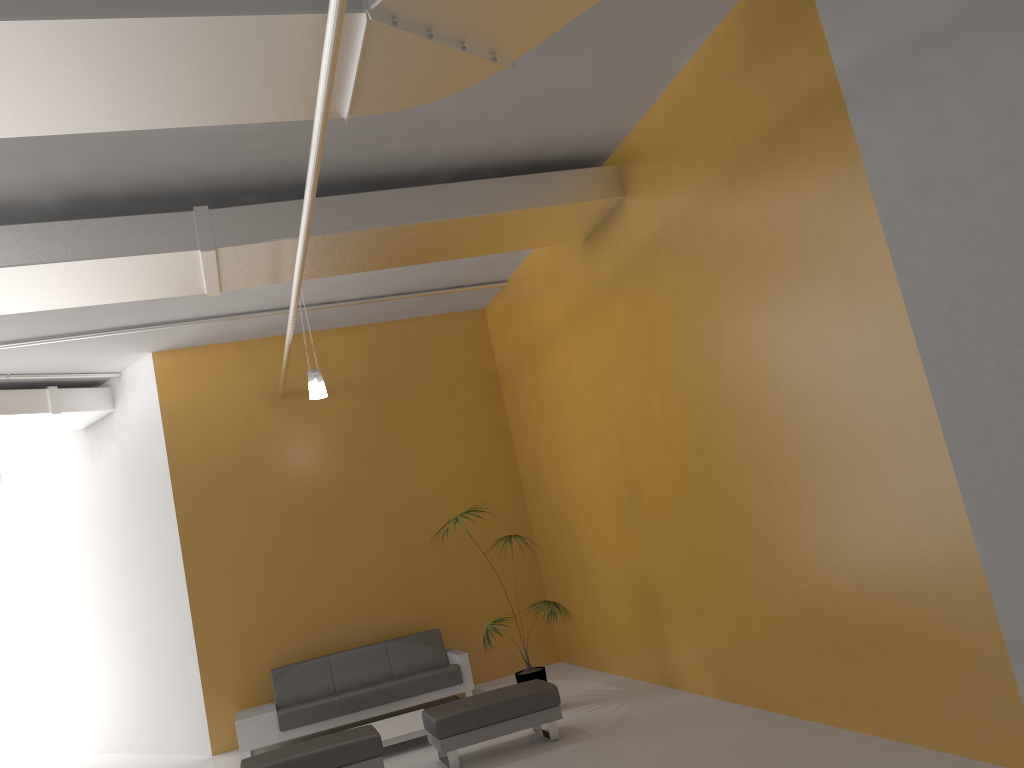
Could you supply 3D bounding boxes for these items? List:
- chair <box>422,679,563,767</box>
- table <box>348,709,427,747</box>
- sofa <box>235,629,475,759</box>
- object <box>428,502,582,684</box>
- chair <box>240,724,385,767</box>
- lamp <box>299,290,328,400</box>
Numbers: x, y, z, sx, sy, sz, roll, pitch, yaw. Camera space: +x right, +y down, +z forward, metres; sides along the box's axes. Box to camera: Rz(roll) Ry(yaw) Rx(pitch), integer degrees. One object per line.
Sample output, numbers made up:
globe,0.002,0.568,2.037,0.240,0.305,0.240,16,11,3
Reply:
chair,-0.149,2.683,7.022,1.012,0.423,0.575,-9,-10,-18
table,-1.185,3.222,8.055,1.000,0.150,1.000,-9,-10,-18
sofa,-1.677,3.235,9.386,2.400,0.761,0.860,-9,-10,-18
object,-0.048,2.061,8.186,1.222,1.956,0.912,-16,-10,22
chair,-1.476,2.902,6.606,1.012,0.423,0.575,-9,-10,-18
lamp,-1.988,-0.460,8.631,0.174,1.227,0.174,-16,-10,23
